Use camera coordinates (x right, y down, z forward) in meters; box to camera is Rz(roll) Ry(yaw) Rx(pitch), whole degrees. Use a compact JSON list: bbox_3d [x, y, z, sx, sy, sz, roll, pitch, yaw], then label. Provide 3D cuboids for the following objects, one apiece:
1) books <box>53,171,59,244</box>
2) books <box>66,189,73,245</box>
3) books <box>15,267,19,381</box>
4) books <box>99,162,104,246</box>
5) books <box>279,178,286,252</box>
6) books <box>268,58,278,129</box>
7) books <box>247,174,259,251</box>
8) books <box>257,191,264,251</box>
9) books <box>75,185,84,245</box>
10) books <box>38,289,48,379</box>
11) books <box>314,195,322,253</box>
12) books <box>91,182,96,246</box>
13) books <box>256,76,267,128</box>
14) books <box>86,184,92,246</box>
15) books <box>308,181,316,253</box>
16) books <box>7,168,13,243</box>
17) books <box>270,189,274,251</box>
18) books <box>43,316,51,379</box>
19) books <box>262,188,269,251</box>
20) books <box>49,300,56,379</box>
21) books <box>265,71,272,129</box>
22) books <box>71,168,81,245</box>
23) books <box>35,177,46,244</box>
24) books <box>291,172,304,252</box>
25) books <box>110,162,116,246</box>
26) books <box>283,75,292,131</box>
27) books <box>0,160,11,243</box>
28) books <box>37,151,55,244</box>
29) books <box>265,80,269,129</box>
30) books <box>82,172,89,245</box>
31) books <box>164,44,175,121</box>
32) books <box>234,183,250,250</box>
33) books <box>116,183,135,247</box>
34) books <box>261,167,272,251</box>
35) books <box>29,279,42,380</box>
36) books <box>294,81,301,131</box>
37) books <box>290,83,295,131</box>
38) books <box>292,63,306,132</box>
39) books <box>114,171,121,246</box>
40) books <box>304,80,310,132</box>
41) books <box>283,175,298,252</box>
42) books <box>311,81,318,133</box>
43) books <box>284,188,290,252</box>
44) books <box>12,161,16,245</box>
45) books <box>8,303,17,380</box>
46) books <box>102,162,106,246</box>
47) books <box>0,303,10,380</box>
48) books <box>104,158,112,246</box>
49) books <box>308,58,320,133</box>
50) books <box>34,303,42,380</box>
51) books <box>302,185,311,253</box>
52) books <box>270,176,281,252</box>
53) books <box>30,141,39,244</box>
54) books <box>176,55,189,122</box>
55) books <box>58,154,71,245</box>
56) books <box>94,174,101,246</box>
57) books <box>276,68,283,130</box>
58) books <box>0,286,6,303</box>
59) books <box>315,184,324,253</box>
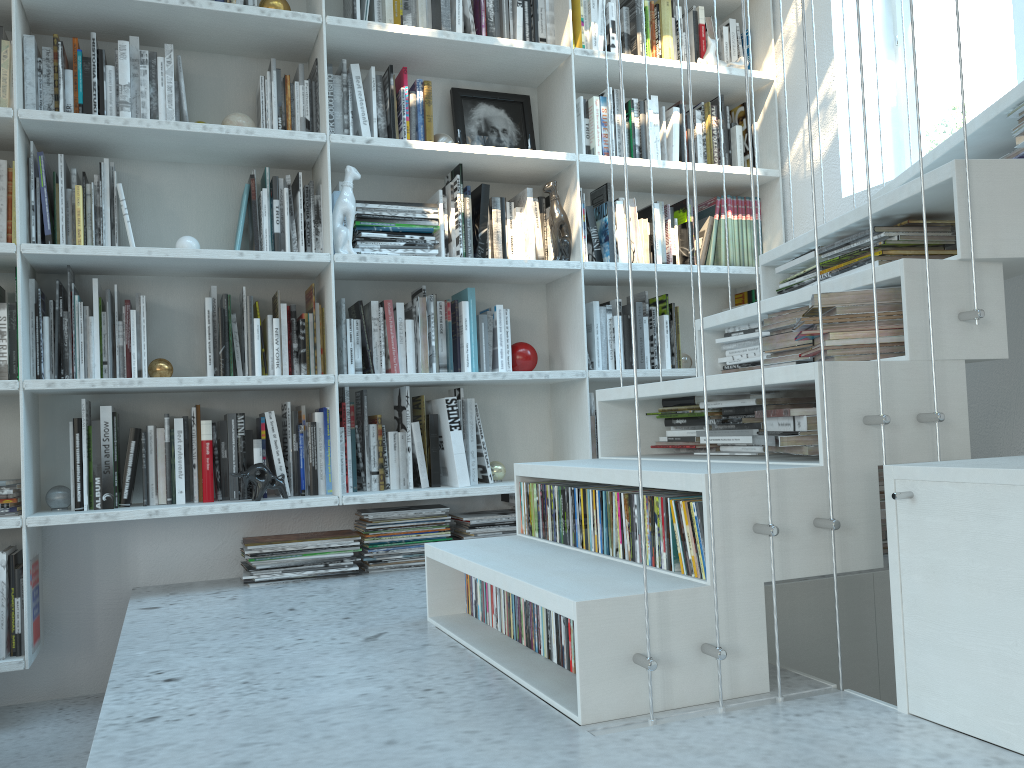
[{"bbox_3d":[-1.342,-0.487,2.622,0.007,0.244,0.145,-2,-3,-21],"label":"books"},{"bbox_3d":[-1.302,-0.463,2.623,0.014,0.192,0.147,-2,-3,-21],"label":"books"},{"bbox_3d":[-1.408,-0.160,2.559,0.014,0.325,0.183,-2,-3,-21],"label":"books"},{"bbox_3d":[-1.222,-0.504,2.652,0.006,0.270,0.178,-2,-3,-21],"label":"books"},{"bbox_3d":[-0.744,-0.509,2.837,0.015,0.259,0.152,-2,-3,-21],"label":"books"},{"bbox_3d":[-0.770,-0.881,2.845,0.015,0.267,0.164,-2,-3,-21],"label":"books"},{"bbox_3d":[-0.822,-0.510,2.811,0.021,0.264,0.174,-2,-3,-21],"label":"books"},{"bbox_3d":[-0.799,-0.483,2.811,0.006,0.209,0.188,-2,-3,-21],"label":"books"},{"bbox_3d":[-1.266,-0.465,2.610,0.017,0.192,0.191,-2,-3,-21],"label":"books"},{"bbox_3d":[-1.358,-0.132,2.577,0.010,0.266,0.158,-2,-3,-21],"label":"books"},{"bbox_3d":[-0.643,-0.487,2.881,0.023,0.212,0.164,-2,-3,-21],"label":"books"},{"bbox_3d":[-1.241,-0.474,2.640,0.007,0.211,0.158,-2,-3,-21],"label":"books"},{"bbox_3d":[-0.806,-0.855,2.850,0.015,0.220,0.140,-2,-3,-21],"label":"books"},{"bbox_3d":[-1.254,-0.472,2.643,0.014,0.209,0.156,-2,-3,-21],"label":"books"},{"bbox_3d":[-0.654,-0.508,2.861,0.011,0.252,0.169,-2,-3,-21],"label":"books"},{"bbox_3d":[-1.451,-0.486,2.583,0.019,0.247,0.149,-2,-3,-21],"label":"books"},{"bbox_3d":[-0.776,-0.493,2.839,0.007,0.229,0.146,-2,-3,-21],"label":"books"},{"bbox_3d":[-1.349,-0.092,2.590,0.015,0.188,0.168,-2,-3,-21],"label":"books"},{"bbox_3d":[-0.791,-0.488,2.815,0.013,0.219,0.187,-2,-3,-21],"label":"books"},{"bbox_3d":[-1.341,-0.118,2.604,0.011,0.239,0.136,-2,-3,-21],"label":"books"},{"bbox_3d":[-0.786,-0.862,2.851,0.012,0.232,0.154,-2,-3,-21],"label":"books"},{"bbox_3d":[-1.292,-0.494,2.635,0.013,0.256,0.144,-2,-3,-21],"label":"books"},{"bbox_3d":[-1.377,-0.475,2.597,0.015,0.220,0.155,-2,-3,-21],"label":"books"},{"bbox_3d":[-0.688,-0.518,2.844,0.012,0.273,0.184,-2,-3,-21],"label":"books"},{"bbox_3d":[-1.214,-0.516,2.707,0.011,0.300,0.088,-2,-2,-21],"label":"books"},{"bbox_3d":[-0.734,-0.861,2.872,0.016,0.228,0.160,-2,-3,-21],"label":"books"},{"bbox_3d":[-1.463,-0.496,2.562,0.032,0.266,0.143,-2,-3,-21],"label":"books"},{"bbox_3d":[-1.355,-0.510,2.597,0.035,0.287,0.191,-2,-3,-21],"label":"books"},{"bbox_3d":[-0.794,-0.848,2.849,0.005,0.205,0.154,-2,-3,-21],"label":"books"},{"bbox_3d":[-1.264,-0.489,2.640,0.008,0.242,0.169,-2,-3,-21],"label":"books"},{"bbox_3d":[-1.052,-0.877,2.728,0.024,0.272,0.169,-2,-3,-21],"label":"books"},{"bbox_3d":[-0.859,-0.495,2.803,0.056,0.241,0.153,-2,-3,-21],"label":"books"},{"bbox_3d":[-1.153,-0.475,2.662,0.051,0.210,0.177,-2,-3,-21],"label":"books"},{"bbox_3d":[-0.786,-0.525,2.836,0.013,0.295,0.154,-2,-3,-21],"label":"books"},{"bbox_3d":[-1.388,-0.146,2.587,0.014,0.298,0.148,-2,-3,-21],"label":"books"},{"bbox_3d":[-0.706,-0.849,2.875,0.013,0.202,0.173,-2,-3,-21],"label":"books"},{"bbox_3d":[-0.722,-0.850,2.882,0.012,0.206,0.137,-2,-3,-21],"label":"books"},{"bbox_3d":[-0.690,-0.877,2.872,0.016,0.256,0.176,-2,-3,-21],"label":"books"},{"bbox_3d":[-1.192,-0.496,2.678,0.007,0.254,0.161,-2,-3,-21],"label":"books"},{"bbox_3d":[-0.676,-0.851,2.875,0.013,0.204,0.174,-2,-3,-21],"label":"books"},{"bbox_3d":[-0.717,-0.517,2.856,0.032,0.274,0.154,-2,-3,-21],"label":"books"},{"bbox_3d":[-0.654,-0.852,2.888,0.012,0.206,0.169,-2,-3,-21],"label":"books"},{"bbox_3d":[-0.728,-0.492,2.834,0.012,0.224,0.178,-2,-3,-21],"label":"books"},{"bbox_3d":[-1.432,-0.497,2.588,0.033,0.268,0.142,-2,-3,-21],"label":"books"},{"bbox_3d":[-1.424,-0.110,2.553,0.021,0.226,0.148,-2,-3,-21],"label":"books"},{"bbox_3d":[-1.219,-0.505,2.660,0.006,0.273,0.167,-2,-3,-21],"label":"books"},{"bbox_3d":[-1.443,-0.109,2.533,0.029,0.223,0.171,-2,-3,-21],"label":"books"},{"bbox_3d":[-1.210,-0.512,2.663,0.013,0.287,0.159,-2,-3,-21],"label":"books"},{"bbox_3d":[-0.645,-0.889,2.886,0.005,0.278,0.182,-2,-3,-21],"label":"books"},{"bbox_3d":[-1.369,-0.111,2.579,0.012,0.226,0.147,-2,-3,-21],"label":"books"},{"bbox_3d":[-0.672,-0.503,2.873,0.013,0.244,0.158,-2,-3,-21],"label":"books"},{"bbox_3d":[-0.759,-0.511,2.830,0.018,0.263,0.165,-2,-3,-21],"label":"books"},{"bbox_3d":[-1.384,-0.525,2.582,0.006,0.318,0.164,-2,-3,-21],"label":"books"},{"bbox_3d":[-1.024,-0.867,2.763,0.034,0.254,0.161,-2,-3,-21],"label":"books"},{"bbox_3d":[-1.308,-0.507,2.598,0.013,0.279,0.192,-2,-3,-21],"label":"books"},{"bbox_3d":[-1.235,-0.489,2.656,0.017,0.242,0.132,-2,-3,-21],"label":"books"},{"bbox_3d":[-0.759,-0.868,2.861,0.016,0.243,0.151,-2,-3,-21],"label":"books"},{"bbox_3d":[-1.471,-0.138,2.546,0.013,0.285,0.139,-2,-3,-21],"label":"books"},{"bbox_3d":[-0.625,-0.505,2.879,0.010,0.245,0.158,-2,-3,-21],"label":"books"}]
